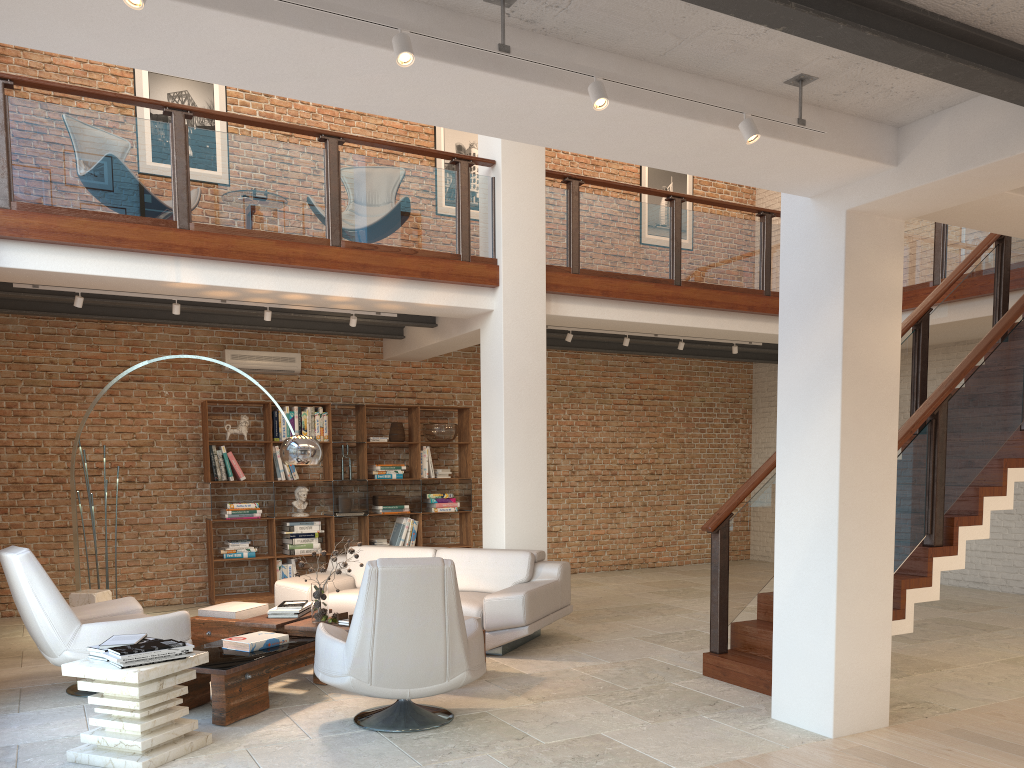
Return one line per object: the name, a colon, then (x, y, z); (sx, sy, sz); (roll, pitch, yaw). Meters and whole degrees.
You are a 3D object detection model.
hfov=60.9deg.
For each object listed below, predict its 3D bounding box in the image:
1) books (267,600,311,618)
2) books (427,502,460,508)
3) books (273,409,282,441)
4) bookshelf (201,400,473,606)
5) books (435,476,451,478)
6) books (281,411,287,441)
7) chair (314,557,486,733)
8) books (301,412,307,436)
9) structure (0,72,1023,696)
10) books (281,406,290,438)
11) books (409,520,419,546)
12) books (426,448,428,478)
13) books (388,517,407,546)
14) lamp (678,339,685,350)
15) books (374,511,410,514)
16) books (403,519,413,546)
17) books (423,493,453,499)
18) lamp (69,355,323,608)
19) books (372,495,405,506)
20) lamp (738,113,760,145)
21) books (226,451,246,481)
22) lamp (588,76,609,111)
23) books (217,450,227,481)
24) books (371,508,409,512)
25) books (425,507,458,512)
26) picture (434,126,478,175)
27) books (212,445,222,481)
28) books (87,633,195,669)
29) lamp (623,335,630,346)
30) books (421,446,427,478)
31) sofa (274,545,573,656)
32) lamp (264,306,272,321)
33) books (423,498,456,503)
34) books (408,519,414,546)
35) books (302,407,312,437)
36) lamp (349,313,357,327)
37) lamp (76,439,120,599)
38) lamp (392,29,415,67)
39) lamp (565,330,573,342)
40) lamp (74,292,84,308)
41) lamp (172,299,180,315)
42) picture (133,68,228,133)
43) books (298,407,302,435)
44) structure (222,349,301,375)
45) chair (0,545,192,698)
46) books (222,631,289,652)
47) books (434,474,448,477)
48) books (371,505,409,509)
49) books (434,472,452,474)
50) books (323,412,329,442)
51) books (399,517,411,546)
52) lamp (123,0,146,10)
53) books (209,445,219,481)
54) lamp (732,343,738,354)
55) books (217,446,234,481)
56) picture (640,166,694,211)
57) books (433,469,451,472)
books: (-1.650, 1.675, 6.502); (0.250, 0.074, 0.401); (-1, -5, 4)
books: (-0.841, 1.471, 10.611); (0.326, 0.056, 0.255); (3, -6, -33)
books: (-2.587, 0.458, 9.605); (0.020, 0.361, 0.271); (-3, 3, -29)
bookshelf: (-1.907, 1.341, 10.010); (3.030, 2.212, 0.362); (0, 4, -28)
books: (-0.855, 1.131, 10.577); (0.171, 0.019, 0.236); (1, -6, -20)
books: (-2.544, 0.472, 9.609); (0.055, 0.331, 0.254); (-3, 2, -29)
chair: (-0.612, 1.446, 4.953); (1.027, 1.021, 0.969); (0, 0, -12)
books: (-2.343, 0.480, 9.709); (0.055, 0.331, 0.254); (-3, 2, -29)
structure: (2.458, -0.183, 4.700); (10.146, 4.150, 13.866); (2, -5, -28)
books: (-2.505, 0.446, 9.632); (0.036, 0.385, 0.243); (-3, 3, -29)
books: (-1.215, 1.793, 10.434); (0.116, 0.335, 0.254); (-3, 2, -29)
books: (-1.067, 0.952, 10.447); (0.020, 0.361, 0.271); (-3, 3, -29)
books: (-1.364, 1.770, 10.374); (0.163, 0.374, 0.243); (-2, 3, -28)
lamp: (1.879, -0.433, 9.684); (0.060, 0.129, 0.085); (-2, 2, -26)
books: (-1.420, 1.519, 10.309); (0.355, 0.021, 0.272); (3, -6, -30)
books: (-1.275, 1.780, 10.407); (0.097, 0.356, 0.271); (-3, 2, -29)
books: (-0.901, 1.357, 10.581); (0.326, 0.056, 0.255); (1, -5, -18)
lamp: (-2.427, 0.959, 6.716); (2.032, 2.366, 0.315); (0, 5, 8)
books: (-1.450, 1.372, 10.268); (0.335, 0.119, 0.213); (2, -4, -28)
lamp: (0.944, -1.014, 3.466); (0.086, 0.130, 0.059); (1, 3, 31)
books: (-3.006, 0.890, 9.430); (0.194, 0.320, 0.254); (-2, 2, -28)
lamp: (0.309, -1.041, 3.123); (0.060, 0.129, 0.085); (-2, 2, -26)
books: (-3.140, 0.878, 9.366); (0.102, 0.336, 0.254); (-3, 2, -29)
books: (-1.439, 1.490, 10.312); (0.379, 0.036, 0.244); (3, -6, -33)
books: (-0.862, 1.527, 10.605); (0.326, 0.056, 0.255); (2, -6, -26)
picture: (-0.520, -2.613, 10.663); (0.912, 1.204, 0.027); (-1, 5, -28)
books: (-3.176, 0.849, 9.323); (0.091, 0.386, 0.243); (-3, 3, -29)
books: (-1.958, 1.375, 4.536); (0.389, 0.079, 0.569); (4, -7, -44)
lamp: (1.224, -0.460, 9.333); (0.060, 0.129, 0.085); (-2, 2, -26)
books: (-1.087, 0.936, 10.424); (0.036, 0.385, 0.243); (-3, 3, -29)
sofa: (-0.750, 1.806, 7.472); (2.331, 0.760, 1.142); (-2, -3, 22)
lamp: (-2.113, -0.601, 7.541); (0.060, 0.129, 0.085); (-2, 2, -26)
books: (-0.886, 1.414, 10.595); (0.326, 0.056, 0.255); (2, -6, -28)
books: (-1.260, 1.784, 10.425); (0.097, 0.356, 0.271); (-3, 2, -29)
books: (-2.298, 0.457, 9.764); (0.036, 0.385, 0.243); (-3, 3, -29)
lamp: (-1.441, -0.578, 7.913); (0.060, 0.116, 0.094); (-2, 1, -22)
lamp: (-3.896, 1.379, 8.221); (0.199, 1.831, 0.413); (3, 6, 32)
lamp: (-0.346, -1.074, 2.771); (0.060, 0.121, 0.085); (-2, 2, -26)
lamp: (0.590, -0.487, 8.989); (0.086, 0.130, 0.059); (1, 3, 31)
lamp: (-3.403, -0.655, 6.846); (0.086, 0.130, 0.059); (1, 3, 31)
lamp: (-2.769, -0.632, 7.189); (0.060, 0.121, 0.085); (-2, 2, -26)
picture: (-3.437, -2.736, 9.098); (0.912, 1.204, 0.027); (-1, 5, -28)
books: (-2.392, 0.452, 9.698); (0.036, 0.385, 0.243); (-3, 3, -29)
structure: (-2.747, -0.237, 9.579); (0.812, 0.220, 0.199); (2, -1, -28)
chair: (-2.796, 1.545, 5.785); (0.980, 1.003, 1.026); (0, 0, -44)
books: (-1.627, 1.635, 5.540); (0.255, 0.056, 0.326); (-4, -6, 32)
books: (-0.856, 1.103, 10.558); (0.132, 0.034, 0.206); (1, -5, -18)
books: (-1.436, 1.450, 10.272); (0.379, 0.036, 0.244); (3, -6, -30)
books: (-0.851, 1.077, 10.563); (0.171, 0.019, 0.236); (2, -6, -25)
books: (-2.140, 0.492, 9.854); (0.055, 0.331, 0.254); (-3, 2, -29)
books: (-1.316, 1.769, 10.373); (0.161, 0.375, 0.243); (-2, 3, -28)
lamp: (-1.037, -1.097, 2.408); (0.059, 0.129, 0.086); (1, 2, 22)
books: (-3.205, 0.847, 9.298); (0.091, 0.386, 0.243); (-3, 3, -29)
lamp: (2.570, -0.405, 10.047); (0.059, 0.129, 0.086); (1, 2, 22)
books: (-3.076, 0.853, 9.363); (0.121, 0.383, 0.243); (-3, 3, -29)
picture: (2.150, -2.501, 12.096); (0.912, 1.204, 0.027); (-1, 5, -28)
books: (-0.856, 1.050, 10.554); (0.132, 0.034, 0.206); (3, -6, -38)
